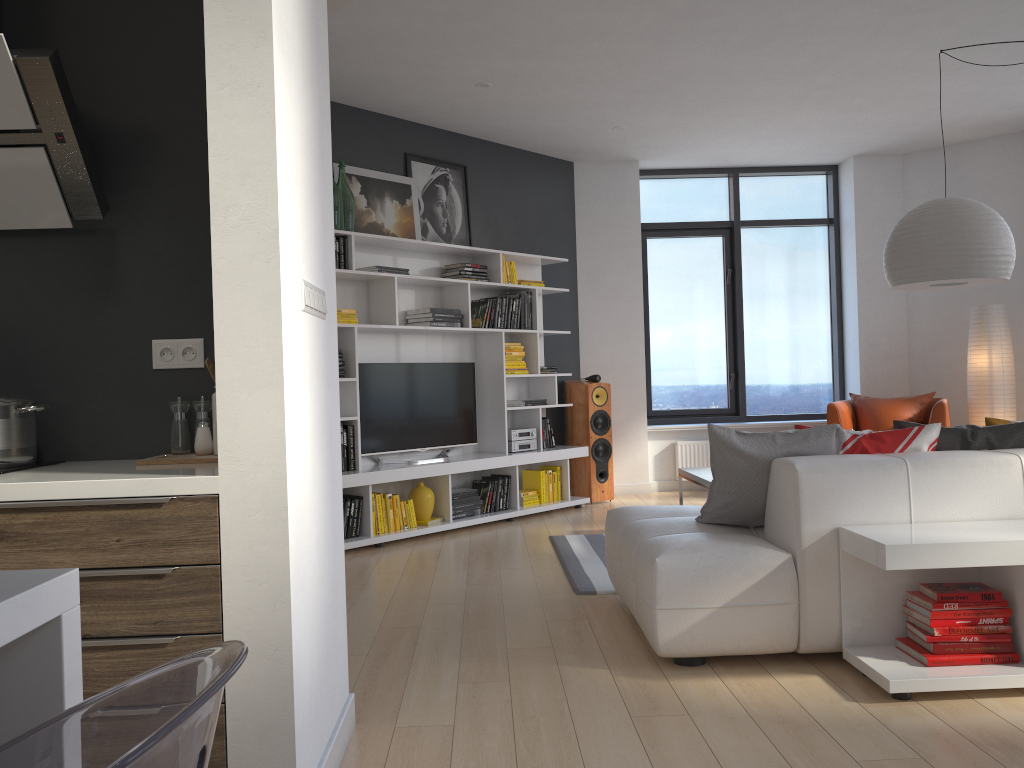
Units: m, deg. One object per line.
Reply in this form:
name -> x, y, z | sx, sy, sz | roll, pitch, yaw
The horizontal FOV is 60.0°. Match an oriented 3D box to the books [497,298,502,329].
books -> -0.157, -0.536, 6.875 | 0.179, 0.243, 0.068 | -2, 0, 42

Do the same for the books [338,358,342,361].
books -> -1.257, -0.153, 5.713 | 0.264, 0.020, 0.189 | -2, 0, -43

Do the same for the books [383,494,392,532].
books -> -0.876, 0.853, 5.901 | 0.180, 0.252, 0.041 | -2, 0, 43

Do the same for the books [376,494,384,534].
books -> -0.935, 0.852, 5.860 | 0.198, 0.258, 0.066 | -2, 0, 43

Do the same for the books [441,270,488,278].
books -> -0.361, -0.827, 6.731 | 0.284, 0.030, 0.214 | -2, 0, -43

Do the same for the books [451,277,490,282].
books -> -0.343, -0.776, 6.714 | 0.284, 0.030, 0.214 | -2, 0, -43

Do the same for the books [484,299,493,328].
books -> -0.241, -0.529, 6.794 | 0.187, 0.234, 0.096 | -2, 0, 43

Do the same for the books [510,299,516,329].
books -> -0.053, -0.541, 6.972 | 0.179, 0.243, 0.071 | -2, 0, 42

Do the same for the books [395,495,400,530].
books -> -0.829, 0.860, 5.968 | 0.171, 0.235, 0.043 | -2, 0, 41

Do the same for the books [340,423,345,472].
books -> -1.178, 0.412, 5.788 | 0.239, 0.315, 0.034 | -2, 0, 43

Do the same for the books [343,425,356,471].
books -> -1.124, 0.419, 5.838 | 0.230, 0.297, 0.051 | -2, 0, 43

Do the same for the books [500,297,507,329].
books -> -0.135, -0.542, 6.905 | 0.191, 0.249, 0.084 | -2, 0, 43

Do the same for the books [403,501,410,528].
books -> -0.754, 0.882, 6.015 | 0.134, 0.187, 0.046 | -2, 0, 43

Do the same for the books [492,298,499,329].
books -> -0.177, -0.535, 6.824 | 0.172, 0.242, 0.069 | -2, 0, 44

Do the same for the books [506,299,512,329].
books -> -0.077, -0.538, 6.927 | 0.172, 0.242, 0.069 | -2, 0, 44

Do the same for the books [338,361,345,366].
books -> -1.253, -0.128, 5.711 | 0.284, 0.030, 0.214 | -2, 0, -38

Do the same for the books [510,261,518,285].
books -> -0.029, -0.863, 6.965 | 0.141, 0.184, 0.064 | -2, 0, 44

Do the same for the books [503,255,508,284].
books -> -0.112, -0.881, 6.914 | 0.164, 0.224, 0.054 | -2, 0, 42

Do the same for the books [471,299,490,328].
books -> -0.260, -0.530, 6.767 | 0.182, 0.234, 0.104 | -2, 0, 43

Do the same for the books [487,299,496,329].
books -> -0.209, -0.531, 6.808 | 0.169, 0.233, 0.081 | -2, 0, 42

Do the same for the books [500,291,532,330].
books -> 0.032, -0.577, 7.123 | 0.259, 0.321, 0.128 | -2, 0, 43

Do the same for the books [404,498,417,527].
books -> -0.716, 0.877, 6.073 | 0.149, 0.193, 0.046 | -2, 0, 44

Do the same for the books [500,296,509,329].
books -> -0.113, -0.547, 6.930 | 0.197, 0.260, 0.066 | -2, 0, 43

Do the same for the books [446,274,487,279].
books -> -0.347, -0.801, 6.715 | 0.189, 0.020, 0.264 | -2, 0, 42

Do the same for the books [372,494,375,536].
books -> -0.967, 0.847, 5.788 | 0.204, 0.270, 0.029 | -2, 0, 43

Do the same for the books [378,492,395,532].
books -> -0.867, 0.853, 5.927 | 0.185, 0.252, 0.055 | -2, 0, 42

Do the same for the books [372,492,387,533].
books -> -0.913, 0.848, 5.882 | 0.202, 0.267, 0.038 | -2, 0, 43

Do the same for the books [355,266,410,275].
books -> -0.900, -0.767, 6.113 | 0.250, 0.047, 0.310 | -2, 0, 39

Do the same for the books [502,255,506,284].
books -> -0.127, -0.880, 6.886 | 0.163, 0.224, 0.041 | -2, 0, 41

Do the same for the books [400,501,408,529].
books -> -0.774, 0.882, 6.005 | 0.138, 0.188, 0.056 | -2, 0, 43

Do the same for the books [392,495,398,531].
books -> -0.831, 0.858, 5.937 | 0.169, 0.240, 0.043 | -2, 0, 42

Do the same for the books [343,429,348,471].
books -> -1.150, 0.431, 5.808 | 0.200, 0.272, 0.028 | -2, 0, 43

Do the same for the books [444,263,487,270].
books -> -0.351, -0.882, 6.721 | 0.209, 0.030, 0.266 | -2, 0, 37

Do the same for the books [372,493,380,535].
books -> -0.955, 0.847, 5.830 | 0.213, 0.271, 0.048 | -2, 0, 43

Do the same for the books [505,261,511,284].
books -> -0.074, -0.859, 6.922 | 0.132, 0.180, 0.054 | -2, 0, 43

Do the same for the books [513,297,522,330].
books -> -0.013, -0.550, 7.033 | 0.197, 0.260, 0.066 | -2, 0, 43

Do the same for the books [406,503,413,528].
books -> -0.731, 0.891, 6.021 | 0.113, 0.169, 0.049 | -2, 0, 42

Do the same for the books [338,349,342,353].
books -> -1.249, -0.207, 5.712 | 0.246, 0.026, 0.180 | -2, 0, -39

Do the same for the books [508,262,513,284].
books -> -0.055, -0.859, 6.932 | 0.128, 0.178, 0.044 | -2, 0, 43

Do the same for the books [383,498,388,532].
books -> -0.887, 0.867, 5.883 | 0.156, 0.230, 0.042 | -2, 0, 41

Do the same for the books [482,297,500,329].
books -> -0.180, -0.542, 6.859 | 0.192, 0.254, 0.075 | -2, 0, 42

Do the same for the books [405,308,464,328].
books -> -0.566, -0.472, 6.488 | 0.277, 0.137, 0.343 | -2, 0, 38

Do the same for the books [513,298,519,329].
books -> -0.036, -0.545, 7.007 | 0.191, 0.249, 0.084 | -2, 0, 43

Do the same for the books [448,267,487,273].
books -> -0.340, -0.855, 6.715 | 0.246, 0.026, 0.180 | -2, 0, -44

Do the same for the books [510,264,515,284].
books -> -0.034, -0.851, 6.937 | 0.108, 0.161, 0.046 | -2, 0, 42

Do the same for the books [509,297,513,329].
books -> -0.081, -0.545, 6.961 | 0.192, 0.254, 0.075 | -2, 0, 42

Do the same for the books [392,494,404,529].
books -> -0.814, 0.860, 5.997 | 0.172, 0.235, 0.056 | -2, 0, 42

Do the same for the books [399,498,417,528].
books -> -0.726, 0.878, 6.050 | 0.148, 0.193, 0.067 | -2, 0, 44

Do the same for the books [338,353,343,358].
books -> -1.269, -0.179, 5.730 | 0.284, 0.030, 0.214 | -2, 0, -38

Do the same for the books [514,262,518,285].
books -> -0.019, -0.864, 6.987 | 0.142, 0.184, 0.044 | -2, 0, 44
